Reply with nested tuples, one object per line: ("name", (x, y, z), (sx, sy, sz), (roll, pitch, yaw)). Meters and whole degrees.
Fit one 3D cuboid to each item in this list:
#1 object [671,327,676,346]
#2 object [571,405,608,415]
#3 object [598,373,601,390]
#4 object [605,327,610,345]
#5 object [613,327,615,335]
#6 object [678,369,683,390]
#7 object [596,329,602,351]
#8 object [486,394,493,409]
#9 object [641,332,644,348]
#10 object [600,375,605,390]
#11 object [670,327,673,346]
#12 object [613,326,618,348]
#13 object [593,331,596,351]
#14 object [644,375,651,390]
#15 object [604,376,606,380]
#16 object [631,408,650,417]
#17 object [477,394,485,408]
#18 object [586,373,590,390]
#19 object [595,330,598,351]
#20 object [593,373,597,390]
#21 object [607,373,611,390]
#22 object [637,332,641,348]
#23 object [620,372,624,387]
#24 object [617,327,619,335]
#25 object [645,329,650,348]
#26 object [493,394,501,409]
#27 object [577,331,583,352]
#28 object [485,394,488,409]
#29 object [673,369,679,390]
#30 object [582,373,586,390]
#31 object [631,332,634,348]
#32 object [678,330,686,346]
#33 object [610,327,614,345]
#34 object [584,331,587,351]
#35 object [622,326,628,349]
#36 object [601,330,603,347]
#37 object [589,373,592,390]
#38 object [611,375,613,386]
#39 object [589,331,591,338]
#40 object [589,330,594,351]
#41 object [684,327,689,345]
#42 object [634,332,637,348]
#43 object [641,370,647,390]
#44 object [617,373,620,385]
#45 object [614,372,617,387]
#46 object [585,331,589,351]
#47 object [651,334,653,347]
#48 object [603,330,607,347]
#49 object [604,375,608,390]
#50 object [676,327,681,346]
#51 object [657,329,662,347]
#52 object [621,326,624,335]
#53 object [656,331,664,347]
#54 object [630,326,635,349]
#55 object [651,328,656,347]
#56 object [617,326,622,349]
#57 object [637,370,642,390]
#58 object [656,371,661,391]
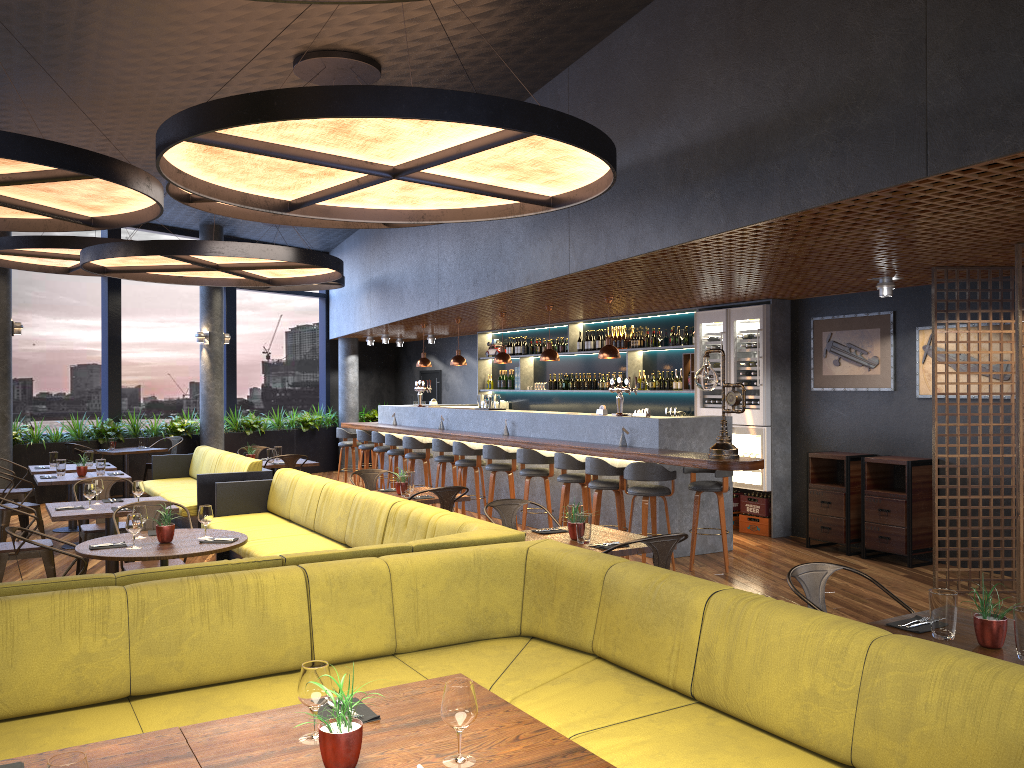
("object", (2.101, -0.620, 11.538), (0.063, 0.254, 0.063), (0, 0, -3))
("object", (0.798, 0.291, 10.177), (0.200, 0.106, 0.766), (0, 0, -31))
("object", (1.305, -0.036, 13.176), (0.063, 0.254, 0.063), (0, 0, 17))
("object", (1.387, -0.655, 12.800), (0.084, 0.330, 0.084), (0, 0, -24))
("object", (1.481, -0.655, 12.817), (0.084, 0.330, 0.084), (0, 0, -24))
("object", (2.205, -0.056, 11.558), (0.079, 0.281, 0.079), (0, 0, -37))
("object", (1.280, -0.644, 13.004), (0.085, 0.310, 0.086), (0, 0, 3))
("object", (-0.304, 0.247, 12.034), (0.105, 0.209, 0.105), (0, 0, 4))
("object", (1.795, -0.604, 12.222), (0.056, 0.227, 0.056), (0, 0, -29))
("object", (1.329, -0.022, 12.970), (0.088, 0.224, 0.088), (0, 0, 29))
("object", (2.105, -0.620, 11.650), (0.063, 0.254, 0.063), (0, 0, 12))
("object", (1.482, -0.655, 12.639), (0.084, 0.330, 0.084), (0, 0, -24))
("object", (1.228, -0.643, 13.279), (0.085, 0.310, 0.086), (0, 0, 10))
("object", (1.845, -0.016, 12.062), (0.097, 0.206, 0.097), (0, 0, 28))
("object", (1.385, -0.013, 13.092), (0.097, 0.206, 0.097), (0, 0, 1))
("object", (1.339, 0.295, 9.221), (0.177, 0.091, 0.091), (0, 0, 34))
("object", (-0.427, 0.248, 12.249), (0.105, 0.209, 0.105), (0, 0, 4))
("object", (1.130, -0.035, 13.242), (0.063, 0.254, 0.063), (0, 0, 7))
("object", (1.275, -0.643, 13.194), (0.085, 0.310, 0.086), (0, 0, -19))
("object", (1.238, -0.036, 13.275), (0.063, 0.254, 0.063), (0, 0, 32))
("object", (1.392, -0.037, 12.744), (0.063, 0.254, 0.063), (0, 0, -38))
("object", (1.743, -0.604, 12.191), (0.056, 0.227, 0.056), (0, 0, -44))
("object", (1.567, -0.038, 12.706), (0.063, 0.254, 0.063), (0, 0, 32))
("object", (1.528, -0.655, 12.734), (0.084, 0.330, 0.084), (0, 0, -24))
("object", (1.836, -0.619, 12.010), (0.063, 0.254, 0.063), (0, 0, -33))
("object", (-0.208, 0.247, 12.098), (0.105, 0.209, 0.105), (0, 0, 4))
("object", (1.031, -0.642, 13.418), (0.085, 0.310, 0.086), (0, 0, -3))
("object", (-0.324, 0.247, 12.170), (0.105, 0.209, 0.105), (0, 0, 4))
("object", (2.157, -0.056, 11.639), (0.079, 0.281, 0.079), (0, 0, 33))
("object", (1.079, -0.035, 13.329), (0.063, 0.254, 0.063), (0, 0, 32))
("object", (1.680, -0.604, 12.296), (0.056, 0.227, 0.056), (0, 0, 21))
("object", (2.199, -0.597, 11.453), (0.097, 0.206, 0.097), (0, 0, 28))
("object", (1.435, -0.655, 12.720), (0.084, 0.330, 0.084), (0, 0, -24))
("object", (1.127, -0.642, 13.441), (0.085, 0.310, 0.086), (0, 0, -16))
("object", (1.582, -0.656, 12.467), (0.084, 0.330, 0.084), (0, 0, -24))
("object", (1.327, -0.644, 13.115), (0.085, 0.310, 0.086), (0, 0, -3))
("object", (1.175, -0.035, 13.383), (0.063, 0.254, 0.063), (0, 0, -43))
("object", (1.482, -0.022, 12.935), (0.088, 0.224, 0.088), (0, 0, -36))
("object", (1.178, -0.643, 13.355), (0.085, 0.310, 0.086), (0, 0, -3))
("object", (1.179, -0.643, 13.170), (0.085, 0.310, 0.086), (0, 0, -3))
("object", (2.277, -0.621, 11.564), (0.063, 0.254, 0.063), (0, 0, -23))
("object", (1.711, -0.604, 12.244), (0.056, 0.227, 0.056), (0, 0, 36))
("object", (1.817, -0.053, 12.214), (0.079, 0.281, 0.079), (0, 0, 38))
("object", (1.555, -0.038, 12.822), (0.063, 0.254, 0.063), (0, 0, -3))
("object", (1.470, -0.038, 12.660), (0.063, 0.254, 0.063), (0, 0, -23))
("object", (1.134, -0.643, 13.251), (0.085, 0.310, 0.086), (0, 0, 3))
("object", (1.925, -0.619, 12.056), (0.063, 0.254, 0.063), (0, 0, 22))
("object", (1.374, -0.644, 13.032), (0.085, 0.310, 0.086), (0, 0, 10))
("object", (1.383, -0.022, 12.878), (0.088, 0.224, 0.088), (0, 0, -16))
("object", (2.180, -0.620, 11.602), (0.063, 0.254, 0.063), (0, 0, 22))
("object", (1.985, -0.619, 11.958), (0.063, 0.254, 0.063), (0, 0, -43))
("object", (1.578, -0.656, 12.654), (0.084, 0.330, 0.084), (0, 0, -24))
("object", (1.972, -0.596, 11.805), (0.097, 0.206, 0.097), (0, 0, 28))
("object", (1.702, -0.656, 12.508), (0.084, 0.330, 0.084), (0, 0, -24))
("object", (1.905, -0.619, 11.909), (0.063, 0.254, 0.063), (0, 0, 32))
("object", (1.531, -0.656, 12.549), (0.084, 0.330, 0.084), (0, 0, -24))
("object", (1.770, -0.053, 12.294), (0.079, 0.281, 0.079), (0, 0, -27))
("object", (1.951, -0.040, 11.799), (0.063, 0.254, 0.063), (0, 0, -28))
